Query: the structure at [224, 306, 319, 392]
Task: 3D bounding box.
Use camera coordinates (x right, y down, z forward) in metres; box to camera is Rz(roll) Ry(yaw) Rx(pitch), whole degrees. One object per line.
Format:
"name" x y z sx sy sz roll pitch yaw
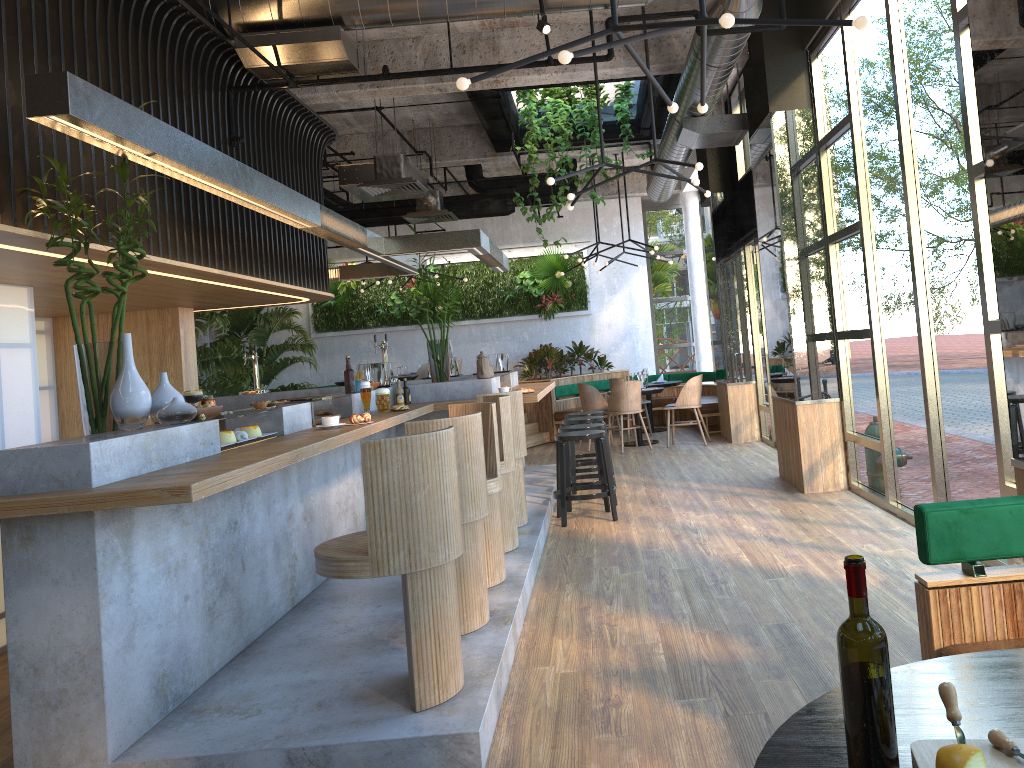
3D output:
"structure" -3.997 -0.460 14.579 1.906 3.260 1.614 -5 -2 1

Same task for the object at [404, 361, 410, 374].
"object" -2.737 -0.227 11.357 0.103 0.502 7.618 -5 2 15

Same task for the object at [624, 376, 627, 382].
"object" 1.628 -0.011 12.426 0.105 0.209 0.105 -5 -1 3

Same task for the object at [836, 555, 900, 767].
"object" 0.486 0.389 1.225 0.066 0.299 0.070 -5 -2 19

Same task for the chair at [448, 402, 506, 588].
"chair" -0.328 0.612 4.931 0.526 0.970 0.568 -5 -1 27

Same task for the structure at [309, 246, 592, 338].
"structure" -1.115 -1.637 15.418 5.061 1.495 0.809 -5 -1 -2

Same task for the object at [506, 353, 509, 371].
"object" -0.084 -0.231 9.737 0.102 0.209 0.108 -5 -2 18

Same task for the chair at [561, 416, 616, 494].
"chair" 0.727 0.686 8.769 0.524 0.697 0.505 -5 -1 -8

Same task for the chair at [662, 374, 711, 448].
"chair" 2.304 0.350 11.805 0.542 0.925 0.510 -5 -1 17

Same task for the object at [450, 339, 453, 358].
"object" -0.701 -0.390 9.720 0.108 0.209 0.103 -4 -2 -12

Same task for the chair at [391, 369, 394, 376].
"chair" -1.861 0.207 12.544 0.513 0.924 0.539 -4 -1 -17

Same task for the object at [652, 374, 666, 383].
"object" 2.329 -0.082 14.088 0.239 0.139 0.227 -5 1 -13

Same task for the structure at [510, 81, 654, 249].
"structure" 0.427 -2.805 10.573 1.530 2.349 3.125 -6 0 39

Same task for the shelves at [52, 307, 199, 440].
"shelves" -3.296 0.387 7.647 1.110 2.058 0.280 -5 -2 0

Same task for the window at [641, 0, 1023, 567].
"window" 0.473 -2.101 5.572 4.129 6.498 20.416 -5 1 6

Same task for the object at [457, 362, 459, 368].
"object" -0.634 -0.185 9.712 0.106 0.209 0.104 -5 -2 -2

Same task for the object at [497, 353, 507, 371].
"object" -0.106 -0.226 9.629 0.102 0.209 0.108 -5 -2 18

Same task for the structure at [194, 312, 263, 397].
"structure" -4.157 -0.426 10.855 2.050 3.137 2.955 -5 0 15

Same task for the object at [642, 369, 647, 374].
"object" 2.081 -0.115 13.930 0.095 0.245 0.090 -4 -2 -14

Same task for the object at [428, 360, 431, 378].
"object" -0.863 -0.163 9.612 0.108 0.209 0.103 -4 -2 -12

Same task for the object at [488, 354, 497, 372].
"object" -0.209 -0.219 9.688 0.102 0.209 0.108 -5 -2 18

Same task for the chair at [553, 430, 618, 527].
"chair" 0.579 0.747 7.214 0.517 0.697 0.511 -5 -1 -1

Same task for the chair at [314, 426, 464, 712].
"chair" -0.460 0.672 3.372 0.536 0.970 0.557 -5 -1 13

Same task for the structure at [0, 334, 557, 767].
"structure" -2.754 0.542 6.349 5.835 1.731 7.142 -5 2 3

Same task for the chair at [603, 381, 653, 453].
"chair" 1.521 0.417 11.802 0.513 0.924 0.539 -4 -1 -17

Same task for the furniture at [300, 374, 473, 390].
"furniture" -2.178 0.551 12.950 2.856 1.137 4.560 -6 2 -32

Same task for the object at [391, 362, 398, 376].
"object" -2.703 -0.209 10.677 0.103 0.502 6.223 -5 2 17

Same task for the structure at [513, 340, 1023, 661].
"structure" -0.443 0.465 5.461 6.015 1.550 20.166 -5 2 5

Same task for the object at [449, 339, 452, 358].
"object" -0.706 -0.386 9.629 0.108 0.209 0.103 -4 -2 -12

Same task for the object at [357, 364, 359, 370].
"object" -2.736 -0.175 9.659 0.102 0.502 4.275 -6 1 21

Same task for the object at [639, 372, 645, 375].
"object" 2.016 -0.086 13.787 0.100 0.209 0.110 -6 -2 38

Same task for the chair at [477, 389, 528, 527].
"chair" -0.161 0.549 6.516 0.575 0.970 0.519 -4 -2 -40

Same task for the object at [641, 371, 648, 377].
"object" 2.148 -0.115 14.359 0.100 0.209 0.110 -6 -2 38

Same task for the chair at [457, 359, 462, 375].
"chair" -1.067 0.068 14.856 0.556 0.925 0.498 -5 -1 2

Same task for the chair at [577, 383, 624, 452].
"chair" 1.205 0.429 12.293 0.574 0.925 0.481 -4 -1 -18

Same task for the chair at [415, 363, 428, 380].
"chair" -1.168 0.152 12.407 0.475 0.924 0.582 -6 -2 33

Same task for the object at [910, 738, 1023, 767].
"object" 0.637 0.520 1.082 0.234 0.019 0.360 -4 2 14

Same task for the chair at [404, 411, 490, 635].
"chair" -0.382 0.640 4.181 0.568 0.970 0.526 -4 -1 -22

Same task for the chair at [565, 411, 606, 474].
"chair" 0.794 0.658 9.481 0.501 0.697 0.527 -5 -1 17

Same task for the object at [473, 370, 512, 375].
"object" -0.208 -0.123 9.657 0.437 0.019 0.273 -5 2 1

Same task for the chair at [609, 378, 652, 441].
"chair" 1.739 0.352 13.305 0.585 0.924 0.472 -4 -2 -42

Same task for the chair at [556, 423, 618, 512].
"chair" 0.641 0.721 7.861 0.522 0.697 0.507 -5 -1 -6

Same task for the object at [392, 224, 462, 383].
"object" -0.696 -0.643 7.848 0.666 1.551 0.590 -5 -2 8

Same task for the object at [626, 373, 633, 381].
"object" 1.635 -0.026 12.310 0.093 0.245 0.092 -5 -2 -3

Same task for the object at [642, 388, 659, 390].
"object" 1.901 0.066 12.283 0.165 0.019 0.242 -6 2 -42

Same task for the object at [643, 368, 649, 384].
"object" 2.138 -0.128 14.191 0.095 0.245 0.090 -4 -2 -14

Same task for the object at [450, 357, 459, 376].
"object" -0.631 -0.182 9.601 0.106 0.209 0.104 -5 -2 -2

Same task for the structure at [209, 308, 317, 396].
"structure" -4.218 -0.533 14.190 1.417 3.365 2.072 -5 -1 19

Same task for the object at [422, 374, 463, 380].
"object" -0.755 -0.076 9.657 0.437 0.019 0.273 -5 2 1

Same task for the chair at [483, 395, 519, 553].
"chair" -0.247 0.580 5.746 0.574 0.970 0.520 -4 -2 -37
